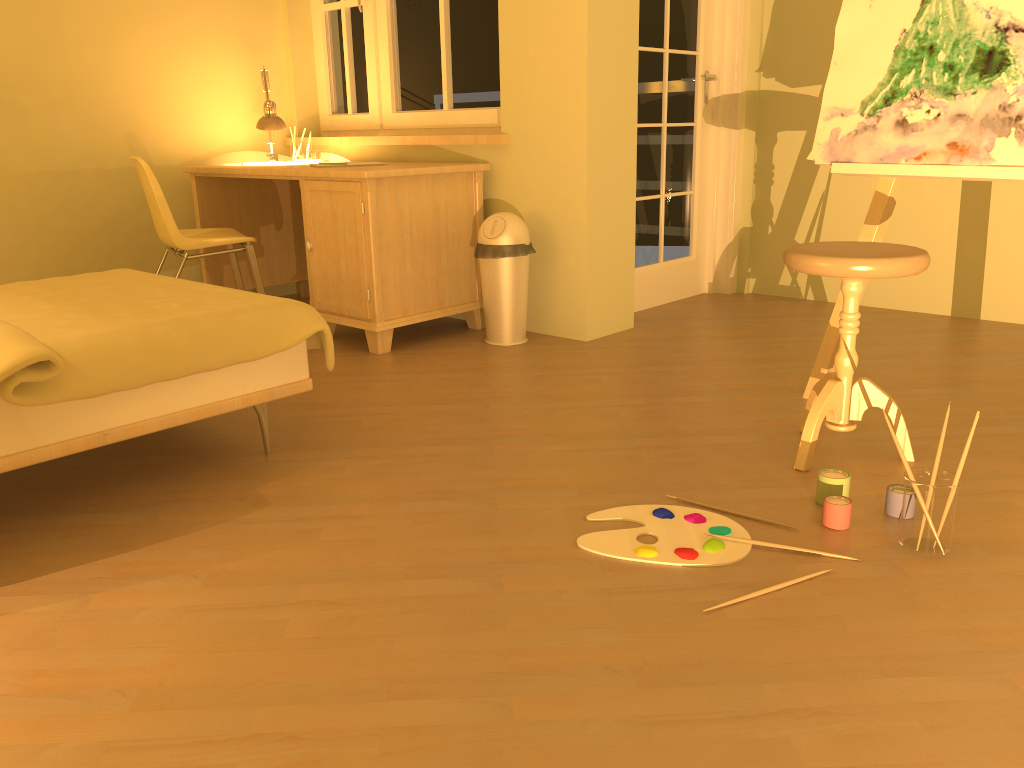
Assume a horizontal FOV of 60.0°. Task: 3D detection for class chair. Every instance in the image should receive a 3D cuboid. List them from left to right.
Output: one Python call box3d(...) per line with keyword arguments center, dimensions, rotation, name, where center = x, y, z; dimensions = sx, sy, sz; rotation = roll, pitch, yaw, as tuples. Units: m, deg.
box3d(center=(-1.402, -0.599, 3.879), dimensions=(0.546, 0.785, 0.531), rotation=(-9, 18, -26), name="chair")
box3d(center=(0.870, -0.077, 2.320), dimensions=(0.364, 0.551, 0.348), rotation=(-13, 20, -34), name="chair")

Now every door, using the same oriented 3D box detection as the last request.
box3d(center=(0.722, -1.350, 4.131), dimensions=(0.098, 2.033, 0.884), rotation=(13, 21, 41), name="door")

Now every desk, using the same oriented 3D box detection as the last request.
box3d(center=(-0.830, -0.648, 4.123), dimensions=(1.396, 0.720, 0.684), rotation=(13, 21, 41), name="desk")

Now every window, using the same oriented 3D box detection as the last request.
box3d(center=(-0.510, -1.826, 4.184), dimensions=(1.486, 1.263, 0.142), rotation=(13, 21, 41), name="window")

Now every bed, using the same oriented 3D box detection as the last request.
box3d(center=(-1.670, -0.097, 1.964), dimensions=(1.286, 0.894, 2.378), rotation=(13, 21, 41), name="bed")

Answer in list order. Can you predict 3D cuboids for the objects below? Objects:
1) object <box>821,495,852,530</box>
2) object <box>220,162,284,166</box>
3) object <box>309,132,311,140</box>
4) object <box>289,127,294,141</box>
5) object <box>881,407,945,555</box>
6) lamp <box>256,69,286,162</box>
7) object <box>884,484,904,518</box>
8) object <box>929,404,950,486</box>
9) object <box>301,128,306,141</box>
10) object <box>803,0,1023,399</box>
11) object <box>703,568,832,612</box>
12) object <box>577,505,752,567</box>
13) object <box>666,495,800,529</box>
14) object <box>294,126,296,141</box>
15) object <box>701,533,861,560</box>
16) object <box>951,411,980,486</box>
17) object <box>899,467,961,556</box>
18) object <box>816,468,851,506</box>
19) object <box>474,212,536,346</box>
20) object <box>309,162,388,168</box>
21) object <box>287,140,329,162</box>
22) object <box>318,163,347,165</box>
box3d(center=(0.719, 0.284, 1.964), dimensions=(0.060, 0.060, 0.060), rotation=(6, 18, 24), name="object")
box3d(center=(-1.262, -1.070, 4.305), dimensions=(0.300, 0.009, 0.040), rotation=(-6, 17, -17), name="object")
box3d(center=(-1.031, -1.208, 4.492), dimensions=(0.043, 0.138, 0.010), rotation=(3, 17, 16), name="object")
box3d(center=(-1.111, -1.227, 4.517), dimensions=(0.009, 0.162, 0.053), rotation=(4, 17, 18), name="object")
box3d(center=(0.834, 0.199, 1.846), dimensions=(0.010, 0.278, 0.172), rotation=(-12, 19, -33), name="object")
box3d(center=(-1.206, -1.312, 4.334), dimensions=(0.140, 0.455, 0.484), rotation=(-8, 17, -21), name="lamp")
box3d(center=(0.881, 0.266, 2.015), dimensions=(0.060, 0.060, 0.060), rotation=(7, 18, 26), name="object")
box3d(center=(0.883, 0.192, 1.856), dimensions=(0.010, 0.286, 0.159), rotation=(11, 20, 36), name="object")
box3d(center=(-1.079, -1.224, 4.522), dimensions=(0.073, 0.155, 0.008), rotation=(1, 16, 7), name="object")
box3d(center=(1.370, -0.797, 2.566), dimensions=(0.972, 1.896, 1.132), rotation=(6, 18, 24), name="object")
box3d(center=(0.494, 0.392, 1.697), dimensions=(0.325, 0.010, 0.010), rotation=(-9, 18, -26), name="object")
box3d(center=(0.337, 0.322, 1.946), dimensions=(0.366, 0.014, 0.288), rotation=(3, 17, 14), name="object")
box3d(center=(0.502, 0.293, 2.041), dimensions=(0.325, 0.010, 0.010), rotation=(11, 20, 36), name="object")
box3d(center=(-1.112, -1.232, 4.533), dimensions=(0.009, 0.165, 0.034), rotation=(10, 19, 34), name="object")
box3d(center=(0.560, 0.341, 1.862), dimensions=(0.325, 0.015, 0.010), rotation=(5, 17, 20), name="object")
box3d(center=(0.891, 0.197, 1.782), dimensions=(0.010, 0.319, 0.069), rotation=(-7, 17, -20), name="object")
box3d(center=(0.864, 0.266, 1.842), dimensions=(0.106, 0.157, 0.106), rotation=(3, 17, 14), name="object")
box3d(center=(0.752, 0.243, 2.077), dimensions=(0.073, 0.073, 0.073), rotation=(-16, 22, -41), name="object")
box3d(center=(-0.029, -0.441, 3.677), dimensions=(0.255, 0.535, 0.248), rotation=(-5, 16, -12), name="object")
box3d(center=(-0.715, -0.958, 3.875), dimensions=(0.300, 0.010, 0.210), rotation=(-8, 17, -21), name="object")
box3d(center=(-1.033, -1.173, 4.472), dimensions=(0.240, 0.105, 0.070), rotation=(10, 19, 34), name="object")
box3d(center=(-0.776, -0.954, 3.837), dimensions=(0.166, 0.009, 0.008), rotation=(9, 19, 32), name="object")
